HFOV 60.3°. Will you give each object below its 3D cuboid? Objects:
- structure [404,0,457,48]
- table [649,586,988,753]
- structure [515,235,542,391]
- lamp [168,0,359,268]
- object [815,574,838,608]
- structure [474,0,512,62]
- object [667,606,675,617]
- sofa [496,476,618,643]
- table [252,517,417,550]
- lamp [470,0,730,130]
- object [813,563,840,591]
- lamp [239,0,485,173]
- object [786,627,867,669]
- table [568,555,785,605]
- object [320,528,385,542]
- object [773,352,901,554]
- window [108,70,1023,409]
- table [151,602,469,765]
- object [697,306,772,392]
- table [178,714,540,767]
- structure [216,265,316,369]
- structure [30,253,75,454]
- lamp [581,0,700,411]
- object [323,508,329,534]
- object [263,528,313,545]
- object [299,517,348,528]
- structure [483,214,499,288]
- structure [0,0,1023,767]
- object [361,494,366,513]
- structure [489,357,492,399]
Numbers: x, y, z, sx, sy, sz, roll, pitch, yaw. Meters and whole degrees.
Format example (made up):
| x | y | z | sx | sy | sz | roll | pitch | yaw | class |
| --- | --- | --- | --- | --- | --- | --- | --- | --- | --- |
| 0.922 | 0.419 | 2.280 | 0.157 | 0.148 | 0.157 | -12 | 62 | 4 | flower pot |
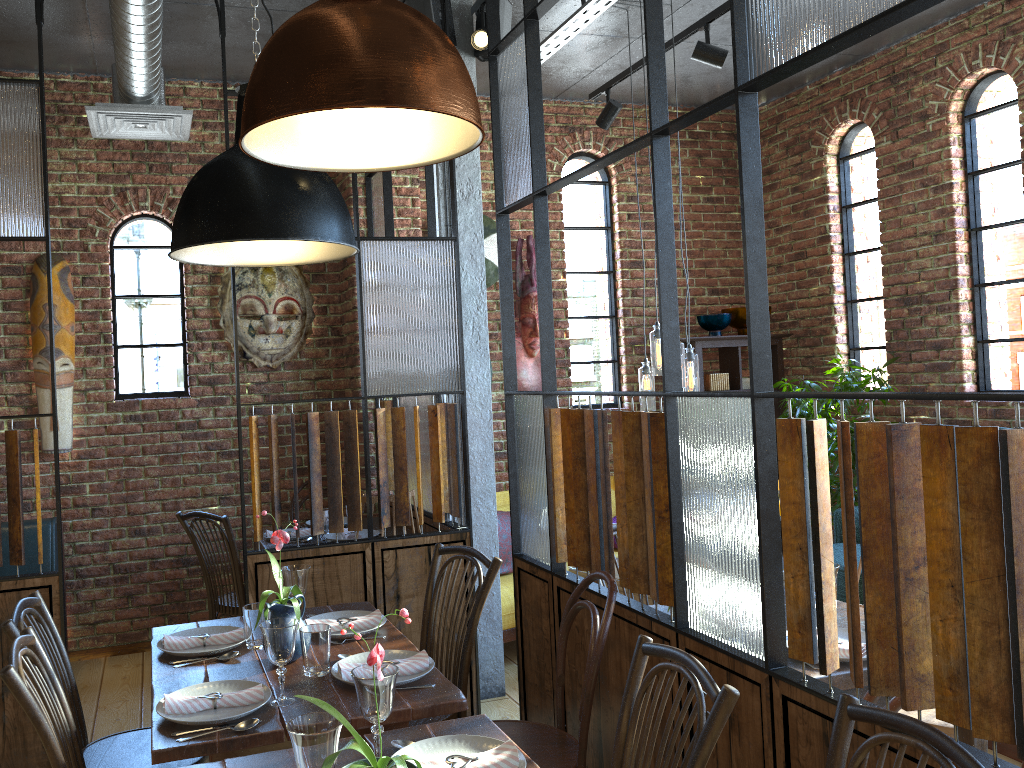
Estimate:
| x | y | z | sx | sy | sz | roll | pitch | yaw | class |
| --- | --- | --- | --- | --- | --- | --- | --- | --- | --- |
| -0.374 | -1.628 | 3.991 | 0.173 | 0.268 | 0.176 | -3 | -1 | 43 | structure |
| 0.764 | 1.064 | 2.530 | 0.729 | 0.727 | 0.772 | -3 | 0 | -20 | table |
| 0.112 | -0.395 | 5.805 | 0.235 | 1.147 | 0.218 | -3 | -1 | 25 | structure |
| -0.727 | -1.025 | 2.495 | 0.524 | 1.327 | 0.534 | -3 | -1 | -8 | lamp |
| 0.961 | 0.628 | 2.717 | 0.081 | 0.119 | 0.088 | -3 | 0 | -31 | object |
| -0.094 | -1.642 | 4.079 | 0.190 | 0.268 | 0.160 | -3 | -1 | 20 | structure |
| 0.497 | 0.502 | 2.437 | 0.142 | 0.427 | 0.203 | -3 | -1 | 13 | object |
| 0.295 | 1.033 | 5.193 | 1.908 | 0.763 | 0.825 | -3 | 0 | -35 | sofa |
| -0.888 | 1.120 | 4.475 | 0.729 | 0.727 | 0.772 | -3 | 0 | -20 | table |
| -1.065 | -1.520 | 1.475 | 6.086 | 0.274 | 7.436 | -3 | 1 | -21 | lamp |
| 0.867 | 0.600 | 2.460 | 0.102 | 0.192 | 0.094 | -3 | -1 | 27 | object |
| -0.257 | -1.028 | 1.342 | 0.385 | 1.335 | 0.351 | -4 | -1 | 42 | lamp |
| 0.858 | 0.673 | 2.316 | 0.317 | 0.051 | 0.276 | -3 | 1 | -16 | object |
| 0.891 | 1.143 | 4.353 | 0.895 | 0.508 | 0.783 | -3 | 0 | -35 | table |
| -0.760 | 0.726 | 4.281 | 0.317 | 0.051 | 0.276 | -3 | 1 | -16 | object |
| 1.929 | 0.572 | 5.212 | 0.692 | 1.529 | 0.898 | -2 | -1 | -42 | object |
| 2.131 | -0.667 | 3.857 | 8.926 | 2.430 | 3.282 | -2 | 0 | 36 | window |
| -0.620 | 1.132 | 2.476 | 0.707 | 0.728 | 1.061 | -3 | 0 | -21 | table |
| 1.532 | 0.363 | 6.005 | 0.588 | 1.762 | 0.338 | -3 | -1 | -25 | object |
| -0.178 | 1.125 | 1.397 | 0.707 | 0.728 | 1.061 | -3 | 0 | -21 | table |
| -1.456 | -0.451 | 5.249 | 0.573 | 0.727 | 0.130 | -3 | -1 | -19 | structure |
| -2.544 | -0.175 | 4.889 | 0.225 | 1.121 | 0.096 | -3 | -1 | -19 | structure |
| 0.645 | -0.862 | 4.402 | 0.508 | 2.120 | 0.285 | -3 | -1 | 6 | lamp |
| -0.964 | 0.699 | 4.479 | 0.086 | 0.119 | 0.083 | -3 | 0 | 11 | object |
| -1.103 | 0.742 | 4.380 | 0.263 | 0.051 | 0.333 | -3 | 1 | -17 | object |
| -0.985 | 0.732 | 4.708 | 0.317 | 0.051 | 0.276 | -3 | 1 | -16 | object |
| -0.293 | -0.845 | 5.632 | 0.516 | 0.521 | 0.151 | -3 | -1 | -19 | structure |
| -1.258 | -0.115 | 1.055 | 5.768 | 3.327 | 6.106 | -3 | 0 | -37 | structure |
| -0.770 | 0.654 | 4.432 | 0.098 | 0.192 | 0.098 | -3 | -1 | 0 | object |
| -0.289 | 0.038 | 5.602 | 0.357 | 0.640 | 0.106 | -3 | -1 | -17 | structure |
